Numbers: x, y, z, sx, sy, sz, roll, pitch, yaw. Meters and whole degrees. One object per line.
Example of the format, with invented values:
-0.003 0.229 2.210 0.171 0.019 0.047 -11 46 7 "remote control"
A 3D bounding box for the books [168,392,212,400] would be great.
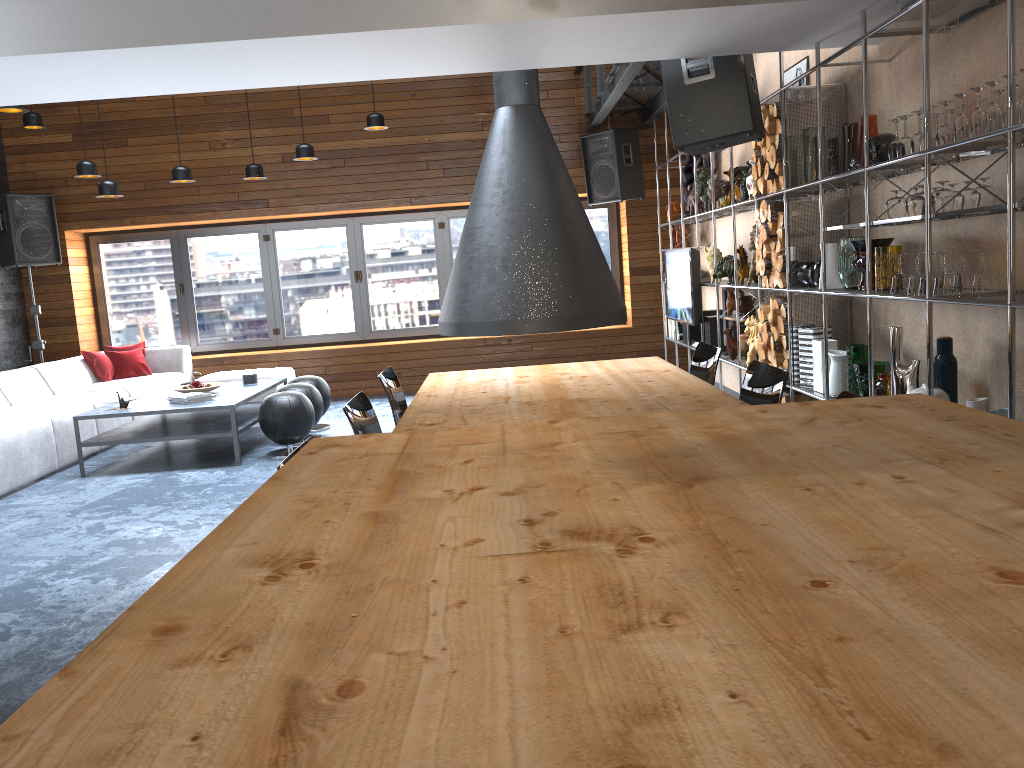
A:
-2.366 0.087 6.515 0.265 0.017 0.210 2 10 41 "books"

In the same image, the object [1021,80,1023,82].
1.837 -0.981 3.141 0.060 0.191 0.060 1 9 35 "object"

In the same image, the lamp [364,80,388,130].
-1.232 -2.987 7.577 0.210 1.565 0.210 1 9 37 "lamp"

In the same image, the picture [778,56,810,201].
1.864 -1.676 5.903 0.090 0.863 0.530 -4 7 -1 "picture"

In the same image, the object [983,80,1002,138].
1.705 -0.972 3.145 0.060 0.191 0.060 -1 8 25 "object"

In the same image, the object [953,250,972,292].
1.878 -0.472 3.699 0.081 0.170 0.081 -5 7 -5 "object"

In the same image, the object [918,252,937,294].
1.744 -0.464 3.714 0.081 0.170 0.081 -5 7 -5 "object"

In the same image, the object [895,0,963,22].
1.747 -1.604 3.629 0.322 0.164 0.312 -6 7 -12 "object"

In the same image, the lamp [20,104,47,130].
-4.165 -2.883 7.547 0.210 1.369 0.210 1 9 37 "lamp"

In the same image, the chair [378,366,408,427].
-0.298 0.333 3.943 0.599 0.825 0.527 -4 7 -1 "chair"

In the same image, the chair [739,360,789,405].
0.707 0.358 3.177 0.599 0.825 0.527 -4 7 -1 "chair"

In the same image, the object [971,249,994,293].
1.891 -0.455 3.564 0.081 0.170 0.081 -1 8 25 "object"

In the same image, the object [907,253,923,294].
1.747 -0.478 3.823 0.081 0.170 0.081 -5 7 -5 "object"

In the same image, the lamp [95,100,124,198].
-3.326 -2.637 7.009 0.210 2.273 0.210 1 9 37 "lamp"

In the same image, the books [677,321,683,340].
1.703 -0.528 8.713 0.138 0.185 0.081 -4 7 -1 "books"

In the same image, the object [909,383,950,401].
1.795 0.090 3.830 0.177 0.188 0.177 2 10 40 "object"

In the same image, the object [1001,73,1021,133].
1.707 -0.958 3.034 0.060 0.191 0.060 -1 8 25 "object"

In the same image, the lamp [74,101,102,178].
-3.557 -2.712 7.157 0.210 2.035 0.210 1 9 37 "lamp"

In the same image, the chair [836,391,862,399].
0.724 0.467 2.319 0.599 0.825 0.527 -4 7 -1 "chair"

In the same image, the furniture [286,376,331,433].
-1.729 0.160 7.511 0.402 0.462 0.401 2 9 39 "furniture"

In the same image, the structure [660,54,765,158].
1.105 -1.663 4.902 0.506 0.744 0.460 -1 8 25 "structure"

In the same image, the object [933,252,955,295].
1.739 -0.445 3.573 0.081 0.170 0.081 -1 8 25 "object"

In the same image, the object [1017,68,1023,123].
1.708 -0.946 2.942 0.060 0.191 0.060 -1 8 25 "object"

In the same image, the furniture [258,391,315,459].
-1.641 0.285 6.486 0.401 0.462 0.402 -2 7 14 "furniture"

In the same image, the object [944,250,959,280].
1.891 -0.487 3.808 0.081 0.170 0.081 -5 7 -5 "object"

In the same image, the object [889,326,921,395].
1.783 -0.050 4.016 0.129 0.420 0.129 -4 7 3 "object"

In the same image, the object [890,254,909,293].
1.731 -0.494 3.956 0.081 0.170 0.081 -1 8 25 "object"

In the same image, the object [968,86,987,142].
1.703 -0.984 3.241 0.060 0.191 0.060 -1 8 25 "object"

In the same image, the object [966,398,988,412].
1.898 0.127 3.669 0.100 0.142 0.102 -7 8 -21 "object"

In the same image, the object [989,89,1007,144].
1.833 -1.006 3.341 0.060 0.191 0.060 -1 8 25 "object"

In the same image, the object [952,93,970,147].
1.700 -0.999 3.359 0.060 0.191 0.060 -1 8 25 "object"

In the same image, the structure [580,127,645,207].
1.027 -2.164 8.848 0.488 0.735 0.461 -10 9 -40 "structure"

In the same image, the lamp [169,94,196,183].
-2.844 -2.710 7.336 0.210 2.033 0.210 1 9 37 "lamp"

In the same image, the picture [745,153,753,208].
1.834 -1.627 6.480 0.136 0.625 0.544 -4 7 -1 "picture"

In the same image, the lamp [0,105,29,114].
-3.224 -3.280 5.292 0.210 3.208 0.210 -1 8 22 "lamp"

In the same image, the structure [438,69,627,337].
-0.005 -2.310 5.167 1.197 5.699 1.689 -4 7 -1 "structure"

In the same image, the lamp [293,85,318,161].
-1.824 -2.858 7.423 0.210 1.911 0.210 1 9 37 "lamp"

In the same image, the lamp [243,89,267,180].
-2.351 -2.815 7.747 0.210 2.002 0.210 1 9 37 "lamp"

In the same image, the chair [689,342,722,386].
0.690 0.249 4.036 0.599 0.825 0.527 -4 7 -1 "chair"

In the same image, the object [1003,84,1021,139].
1.834 -0.995 3.253 0.060 0.191 0.060 -1 8 25 "object"

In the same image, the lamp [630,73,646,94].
1.023 -3.148 8.052 0.475 1.001 0.475 -1 8 23 "lamp"

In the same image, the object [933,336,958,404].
1.916 -0.023 3.924 0.099 0.372 0.099 -11 10 -41 "object"

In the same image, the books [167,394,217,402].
-2.367 0.101 6.561 0.299 0.021 0.239 2 10 41 "books"

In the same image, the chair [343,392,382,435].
-0.281 0.442 3.085 0.599 0.825 0.527 -4 7 -1 "chair"

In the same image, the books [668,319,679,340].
1.683 -0.564 8.919 0.139 0.208 0.461 -4 7 -1 "books"

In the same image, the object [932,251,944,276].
1.885 -0.502 3.931 0.081 0.170 0.081 -1 8 25 "object"

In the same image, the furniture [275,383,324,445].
-1.685 0.223 6.990 0.402 0.462 0.401 -2 8 19 "furniture"

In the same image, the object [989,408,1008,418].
1.821 0.156 3.290 0.101 0.136 0.098 -6 8 -17 "object"

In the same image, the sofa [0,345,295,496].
-3.189 0.166 7.397 2.204 0.693 4.036 -4 7 -1 "sofa"

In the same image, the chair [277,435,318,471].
-0.264 0.551 2.226 0.599 0.825 0.527 -4 7 -1 "chair"

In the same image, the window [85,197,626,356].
-1.689 -1.156 9.770 5.936 1.521 0.101 -4 7 -1 "window"

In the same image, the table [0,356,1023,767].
0.241 0.536 1.652 1.185 0.927 6.000 -4 7 -1 "table"
